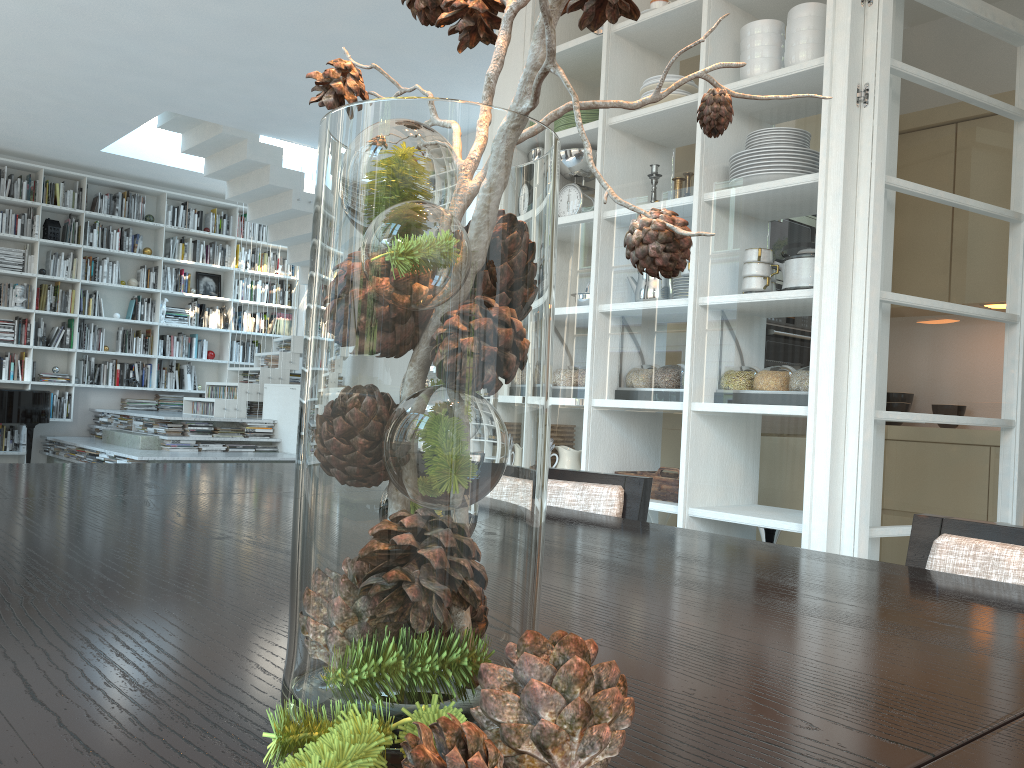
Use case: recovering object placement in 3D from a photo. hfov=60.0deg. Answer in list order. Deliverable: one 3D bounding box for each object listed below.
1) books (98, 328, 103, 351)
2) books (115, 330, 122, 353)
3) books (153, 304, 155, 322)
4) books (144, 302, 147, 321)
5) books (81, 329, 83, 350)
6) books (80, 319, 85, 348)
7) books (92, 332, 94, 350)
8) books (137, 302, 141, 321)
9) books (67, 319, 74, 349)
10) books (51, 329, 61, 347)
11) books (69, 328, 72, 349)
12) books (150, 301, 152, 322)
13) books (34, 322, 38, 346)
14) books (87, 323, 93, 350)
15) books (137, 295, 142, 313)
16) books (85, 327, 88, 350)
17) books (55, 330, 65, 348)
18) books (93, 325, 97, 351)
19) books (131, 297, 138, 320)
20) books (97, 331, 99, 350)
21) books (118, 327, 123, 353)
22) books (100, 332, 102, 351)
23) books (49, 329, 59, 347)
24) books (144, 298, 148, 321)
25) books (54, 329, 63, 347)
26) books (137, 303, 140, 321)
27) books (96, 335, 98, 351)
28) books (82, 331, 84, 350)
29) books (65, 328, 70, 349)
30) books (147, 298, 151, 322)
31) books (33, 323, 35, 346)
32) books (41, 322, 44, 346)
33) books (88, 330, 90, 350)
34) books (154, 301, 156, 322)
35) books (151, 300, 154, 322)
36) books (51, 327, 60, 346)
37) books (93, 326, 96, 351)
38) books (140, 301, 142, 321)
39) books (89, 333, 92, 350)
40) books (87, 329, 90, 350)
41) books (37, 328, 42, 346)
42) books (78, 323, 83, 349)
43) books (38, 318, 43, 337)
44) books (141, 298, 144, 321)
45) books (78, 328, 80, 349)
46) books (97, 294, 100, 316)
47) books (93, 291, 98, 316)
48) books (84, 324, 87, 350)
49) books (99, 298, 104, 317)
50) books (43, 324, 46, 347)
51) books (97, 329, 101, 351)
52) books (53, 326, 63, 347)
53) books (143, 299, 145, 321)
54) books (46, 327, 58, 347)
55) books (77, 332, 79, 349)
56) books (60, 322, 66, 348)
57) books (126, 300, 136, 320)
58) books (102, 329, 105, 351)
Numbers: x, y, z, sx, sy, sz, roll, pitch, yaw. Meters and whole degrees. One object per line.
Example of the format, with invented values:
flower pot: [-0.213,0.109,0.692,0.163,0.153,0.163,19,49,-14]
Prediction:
books: [-4.509,-0.484,9.707,0.014,0.261,0.142,4,-1,-41]
books: [-4.364,-0.468,9.839,0.019,0.251,0.130,4,-1,-41]
books: [-4.092,-0.795,10.060,0.023,0.212,0.164,4,-1,-41]
books: [-4.155,-0.807,9.987,0.012,0.224,0.178,4,-1,-41]
books: [-4.659,-0.506,9.571,0.006,0.281,0.155,4,-1,-41]
books: [-4.654,-0.535,9.597,0.007,0.342,0.149,4,-1,-41]
books: [-4.583,-0.460,9.649,0.013,0.203,0.167,4,-1,-41]
books: [-4.208,-0.808,9.948,0.013,0.219,0.187,4,-1,-41]
books: [-4.734,-0.533,9.500,0.014,0.325,0.182,4,-1,-41]
books: [-4.855,-0.483,9.410,0.090,0.212,0.143,4,-1,-41]
books: [-4.752,-0.485,9.489,0.021,0.226,0.148,4,-1,-41]
books: [-4.114,-0.813,10.043,0.013,0.244,0.158,4,-1,-41]
books: [-5.001,-0.517,9.284,0.028,0.253,0.142,4,-1,-41]
books: [-4.584,-0.508,9.624,0.014,0.297,0.175,4,-1,-41]
books: [-4.206,-0.845,9.969,0.013,0.295,0.154,4,-1,-41]
books: [-4.626,-0.487,9.594,0.013,0.248,0.165,4,-1,-41]
books: [-4.829,-0.477,9.429,0.091,0.205,0.169,4,-2,-41]
books: [-4.559,-0.499,9.674,0.006,0.285,0.159,4,-1,-41]
books: [-4.234,-0.832,9.933,0.021,0.264,0.174,4,-1,-41]
books: [-4.546,-0.467,9.687,0.008,0.223,0.133,4,-1,-41]
books: [-4.358,-0.486,9.860,0.016,0.289,0.131,4,-1,-41]
books: [-4.518,-0.458,9.694,0.014,0.207,0.180,4,-1,-41]
books: [-4.865,-0.484,9.380,0.089,0.210,0.175,4,-2,-41]
books: [-4.150,-0.831,10.012,0.032,0.274,0.154,4,-1,-41]
books: [-4.846,-0.484,9.429,0.090,0.215,0.139,4,-1,-41]
books: [-4.215,-0.804,9.941,0.006,0.210,0.188,4,-1,-41]
books: [-4.554,-0.446,9.679,0.013,0.179,0.140,4,-1,-41]
books: [-4.659,-0.467,9.582,0.013,0.204,0.154,4,-1,-41]
books: [-4.763,-0.485,9.464,0.029,0.223,0.171,4,-1,-41]
books: [-4.119,-0.829,10.010,0.012,0.273,0.183,4,-1,-41]
books: [-5.023,-0.524,9.270,0.024,0.263,0.154,4,-1,-41]
books: [-4.959,-0.520,9.327,0.012,0.266,0.157,4,-1,-41]
books: [-4.610,-0.470,9.611,0.013,0.218,0.160,4,-1,-41]
books: [-4.072,-0.811,10.064,0.010,0.245,0.158,4,-1,-41]
books: [-4.093,-0.816,10.037,0.011,0.252,0.169,4,-1,-41]
books: [-4.866,-0.491,9.406,0.095,0.226,0.144,4,-1,-41]
books: [-4.564,-0.491,9.649,0.012,0.267,0.183,4,-1,-41]
books: [-4.201,-0.812,9.976,0.007,0.230,0.146,4,-1,-41]
books: [-4.598,-0.453,9.616,0.013,0.186,0.183,4,-2,-41]
books: [-4.611,-0.475,9.594,0.011,0.226,0.188,4,-1,-41]
books: [-4.969,-0.485,9.286,0.027,0.192,0.182,4,-1,-41]
books: [-4.669,-0.513,9.564,0.018,0.295,0.177,4,-1,-41]
books: [-4.961,-0.541,9.312,0.013,0.307,0.141,4,-1,-41]
books: [-4.181,-0.828,9.973,0.018,0.263,0.165,4,-1,-41]
books: [-4.691,-0.486,9.565,0.011,0.239,0.136,4,-1,-41]
books: [-4.536,-0.850,9.683,0.007,0.254,0.161,4,-1,-41]
books: [-4.547,-0.868,9.663,0.013,0.287,0.158,4,-1,-41]
books: [-4.630,-0.505,9.586,0.005,0.283,0.159,4,-1,-41]
books: [-4.497,-0.825,9.682,0.051,0.210,0.176,4,-1,-41]
books: [-4.941,-0.510,9.343,0.035,0.248,0.141,4,-1,-41]
books: [-4.531,-0.474,9.687,0.015,0.238,0.176,4,-1,-41]
books: [-4.842,-0.497,9.419,0.094,0.238,0.149,4,-1,-41]
books: [-4.170,-0.825,9.984,0.015,0.259,0.152,4,-1,-41]
books: [-4.875,-0.494,9.366,0.095,0.228,0.190,4,-2,-41]
books: [-4.696,-0.461,9.549,0.015,0.188,0.168,4,-1,-41]
books: [-4.791,-0.518,9.466,0.013,0.285,0.138,4,-1,-41]
books: [-4.267,-0.822,9.913,0.056,0.241,0.153,4,-1,-41]
books: [-4.500,-0.478,9.716,0.013,0.251,0.172,4,-1,-41]
